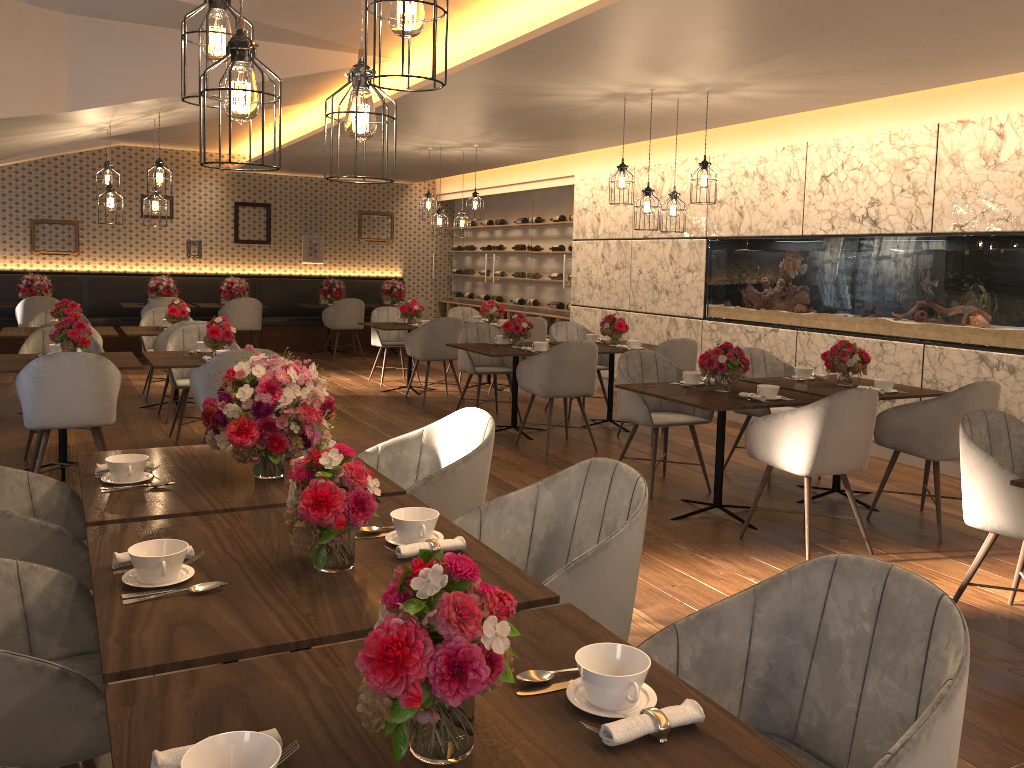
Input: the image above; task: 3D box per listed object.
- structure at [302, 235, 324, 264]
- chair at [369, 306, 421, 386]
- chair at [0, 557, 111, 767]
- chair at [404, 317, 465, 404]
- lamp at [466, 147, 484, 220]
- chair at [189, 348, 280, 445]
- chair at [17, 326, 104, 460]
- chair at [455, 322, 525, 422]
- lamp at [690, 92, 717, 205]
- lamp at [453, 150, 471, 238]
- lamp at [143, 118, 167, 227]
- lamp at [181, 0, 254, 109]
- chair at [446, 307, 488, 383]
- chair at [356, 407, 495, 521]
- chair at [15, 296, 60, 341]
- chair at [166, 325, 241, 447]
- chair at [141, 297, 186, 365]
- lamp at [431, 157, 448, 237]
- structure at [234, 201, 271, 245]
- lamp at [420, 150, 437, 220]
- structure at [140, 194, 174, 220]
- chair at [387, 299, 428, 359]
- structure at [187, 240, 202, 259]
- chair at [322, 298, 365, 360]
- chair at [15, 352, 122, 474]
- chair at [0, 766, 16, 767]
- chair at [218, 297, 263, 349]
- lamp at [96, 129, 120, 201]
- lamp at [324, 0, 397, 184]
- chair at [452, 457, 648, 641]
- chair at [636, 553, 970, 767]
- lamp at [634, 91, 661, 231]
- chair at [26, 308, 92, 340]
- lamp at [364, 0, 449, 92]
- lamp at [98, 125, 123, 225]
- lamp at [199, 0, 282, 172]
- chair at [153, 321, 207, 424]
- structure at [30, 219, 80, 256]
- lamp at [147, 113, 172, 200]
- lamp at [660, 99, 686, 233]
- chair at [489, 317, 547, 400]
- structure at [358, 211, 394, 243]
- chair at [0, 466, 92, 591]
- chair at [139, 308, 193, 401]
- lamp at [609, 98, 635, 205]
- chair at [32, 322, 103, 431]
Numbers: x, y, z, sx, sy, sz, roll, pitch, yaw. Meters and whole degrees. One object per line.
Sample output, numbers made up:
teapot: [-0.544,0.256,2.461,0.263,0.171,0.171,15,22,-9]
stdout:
structure: [-3.107,-2.099,13.815,0.340,0.438,0.035,-1,5,-27]
chair: [-1.361,-0.445,10.211,0.565,0.868,0.529,-1,6,-27]
chair: [-1.101,0.718,1.840,0.526,0.868,0.567,-1,6,-27]
chair: [-0.766,-0.265,9.028,0.565,0.868,0.529,-1,6,-27]
lamp: [-0.374,-2.800,9.465,0.175,2.061,0.176,-1,5,-26]
chair: [-1.717,0.183,5.594,0.565,0.868,0.529,-1,6,-27]
chair: [-3.206,0.041,6.315,0.565,0.868,0.529,-1,6,-27]
chair: [-0.226,-0.110,8.018,0.565,0.868,0.529,-1,6,-27]
lamp: [1.364,-2.287,6.108,0.175,2.061,0.176,-1,5,-26]
lamp: [-0.530,-2.652,9.771,0.175,2.061,0.176,-1,5,-26]
lamp: [-2.774,-2.266,6.875,0.175,2.061,0.176,-1,5,-26]
lamp: [-0.744,-1.763,2.242,0.175,2.061,0.176,-1,5,-26]
chair: [-0.509,-0.481,10.651,0.565,0.868,0.529,-1,6,-27]
chair: [-0.359,0.538,3.296,0.526,0.868,0.567,-1,6,-27]
chair: [-5.730,-0.646,10.781,0.565,0.868,0.529,-1,6,-27]
chair: [-2.353,0.005,6.755,0.565,0.868,0.529,-1,6,-27]
chair: [-4.472,-0.700,11.431,0.565,0.868,0.529,-1,6,-27]
lamp: [-0.761,-2.622,9.510,0.175,2.061,0.176,-1,5,-26]
structure: [-3.917,-2.424,13.371,0.544,0.629,0.035,-1,6,-27]
lamp: [-0.906,-2.859,9.785,0.175,2.061,0.176,-1,5,-26]
structure: [-5.105,-2.548,12.744,0.449,0.343,0.016,-2,6,-27]
chair: [-1.510,-0.828,12.961,0.565,0.868,0.529,-1,6,-27]
structure: [-4.671,-1.975,13.021,0.216,0.276,0.018,-1,5,-27]
chair: [-2.362,-0.792,12.521,0.565,0.868,0.529,-1,6,-27]
chair: [-2.569,0.220,5.154,0.565,0.868,0.529,-1,6,-27]
chair: [-0.670,0.845,1.009,0.526,0.868,0.567,-1,6,-27]
chair: [-3.620,-0.737,11.871,0.565,0.868,0.529,-1,6,-27]
lamp: [-3.150,-2.473,6.889,0.175,2.061,0.176,-1,5,-26]
lamp: [-0.368,-1.556,2.227,0.175,2.061,0.176,-1,5,-26]
chair: [0.071,0.665,2.465,0.526,0.868,0.567,-1,6,-27]
chair: [0.502,0.792,1.634,0.526,0.868,0.567,-1,6,-27]
lamp: [0.977,-2.110,6.153,0.175,2.061,0.176,-1,5,-26]
chair: [-4.270,-0.272,8.371,0.565,0.868,0.529,-1,6,-27]
lamp: [-0.212,-1.704,1.921,0.175,2.061,0.176,-1,5,-26]
lamp: [-3.005,-2.236,6.614,0.175,2.061,0.176,-1,5,-26]
lamp: [-0.599,-1.527,1.966,0.175,2.061,0.176,-1,5,-26]
chair: [-2.781,-0.131,7.650,0.565,0.868,0.529,-1,6,-27]
structure: [-6.280,-2.016,12.171,0.601,0.483,0.032,-2,6,-27]
lamp: [-2.618,-2.413,6.569,0.175,2.061,0.176,-1,5,-26]
lamp: [1.208,-2.140,6.414,0.175,2.061,0.176,-1,5,-26]
chair: [0.086,-0.301,9.469,0.565,0.868,0.529,-1,6,-27]
structure: [-2.184,-2.530,14.254,0.601,0.483,0.032,-2,6,-27]
chair: [-1.531,0.591,2.671,0.526,0.868,0.567,-1,6,-27]
chair: [-3.418,-0.309,8.811,0.565,0.868,0.529,-1,6,-27]
lamp: [0.832,-2.347,6.429,0.175,2.061,0.176,-1,5,-26]
chair: [-3.634,-0.094,7.210,0.565,0.868,0.529,-1,6,-27]
